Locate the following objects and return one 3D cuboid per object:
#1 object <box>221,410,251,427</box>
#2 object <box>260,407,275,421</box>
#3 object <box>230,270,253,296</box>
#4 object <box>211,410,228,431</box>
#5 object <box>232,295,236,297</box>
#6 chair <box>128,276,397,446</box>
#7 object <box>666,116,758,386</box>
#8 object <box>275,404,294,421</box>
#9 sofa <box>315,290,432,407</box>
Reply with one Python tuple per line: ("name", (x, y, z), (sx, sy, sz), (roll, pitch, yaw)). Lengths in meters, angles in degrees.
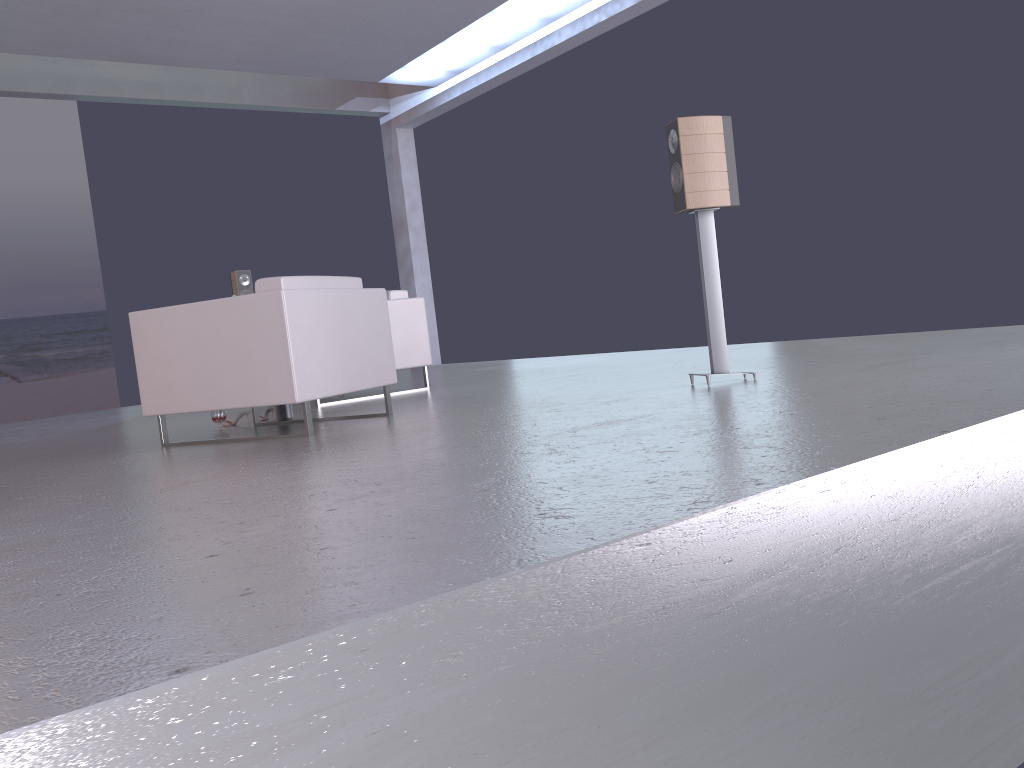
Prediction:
("object", (-1.763, 0.219, 5.642), (0.235, 0.087, 0.079), (-5, 4, 21))
("object", (-1.601, 0.193, 5.750), (0.235, 0.087, 0.079), (-4, 4, 32))
("object", (-2.915, -0.554, 9.770), (0.243, 1.363, 0.333), (-9, 4, -30))
("object", (-1.788, 0.164, 5.397), (0.091, 0.233, 0.091), (-7, 4, -8))
("object", (-2.541, -0.387, 8.941), (0.387, 1.051, 0.400), (-7, 4, 2))
("chair", (-1.329, -0.142, 4.845), (1.026, 0.808, 0.936), (-5, 4, 24))
("object", (1.044, -0.687, 4.598), (0.333, 1.363, 0.243), (-7, 4, -5))
("object", (-1.460, 0.011, 5.593), (0.109, 0.435, 0.109), (-7, 4, -9))
("sofa", (-1.756, -0.282, 7.695), (1.026, 0.824, 2.353), (-9, 4, -36))
